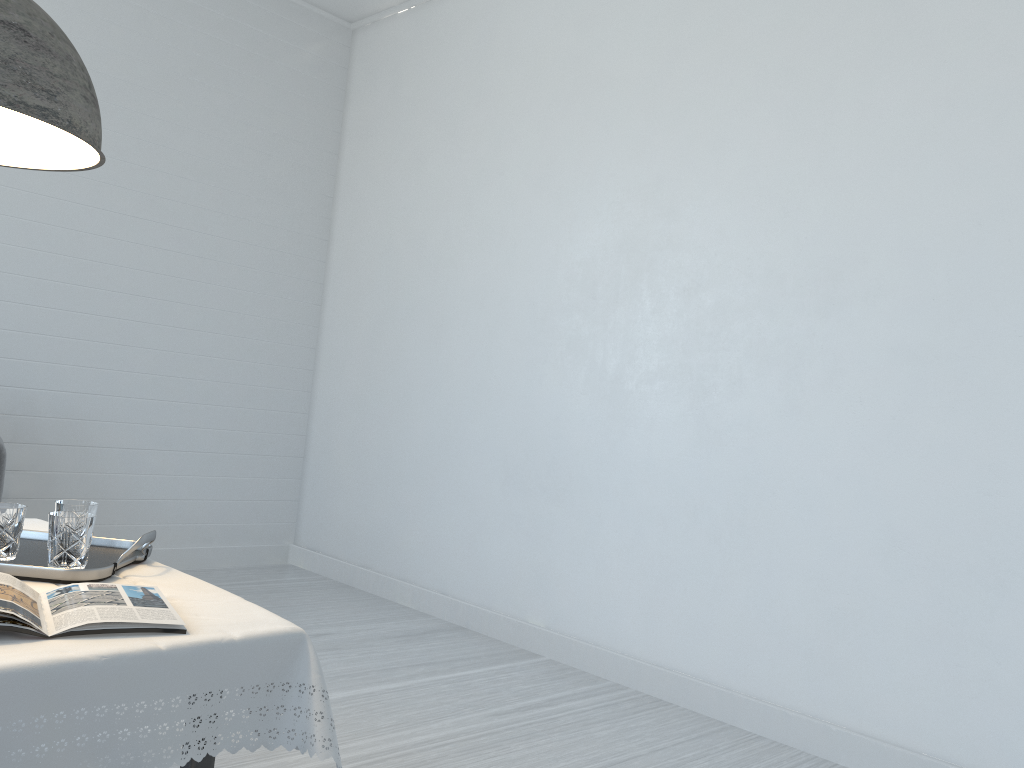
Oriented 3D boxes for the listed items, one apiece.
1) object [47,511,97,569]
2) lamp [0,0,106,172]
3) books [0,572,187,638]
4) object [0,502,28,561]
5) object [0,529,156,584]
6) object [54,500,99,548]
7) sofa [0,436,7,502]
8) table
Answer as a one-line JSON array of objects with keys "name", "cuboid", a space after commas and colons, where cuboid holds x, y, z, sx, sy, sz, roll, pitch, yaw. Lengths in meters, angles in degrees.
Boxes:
[{"name": "object", "cuboid": [-0.959, 0.340, 1.923, 0.096, 0.119, 0.095, 7, -1, -21]}, {"name": "lamp", "cuboid": [-1.001, -1.514, 1.729, 0.600, 2.044, 0.601, 6, -1, 15]}, {"name": "books", "cuboid": [-0.817, 0.381, 1.556, 0.423, 0.049, 0.300, 7, -2, -31]}, {"name": "object", "cuboid": [-1.120, 0.323, 1.939, 0.095, 0.119, 0.096, 6, -2, 29]}, {"name": "object", "cuboid": [-1.147, 0.346, 1.997, 0.651, 0.092, 0.399, 6, -2, -3]}, {"name": "object", "cuboid": [-1.037, 0.338, 2.098, 0.096, 0.119, 0.095, 7, -1, -21]}, {"name": "sofa", "cuboid": [-2.594, 0.553, 2.119, 3.392, 0.898, 3.411, 4, -3, 44]}, {"name": "table", "cuboid": [-1.298, 0.719, 1.719, 1.329, 0.725, 1.669, 8, -3, -44]}]
